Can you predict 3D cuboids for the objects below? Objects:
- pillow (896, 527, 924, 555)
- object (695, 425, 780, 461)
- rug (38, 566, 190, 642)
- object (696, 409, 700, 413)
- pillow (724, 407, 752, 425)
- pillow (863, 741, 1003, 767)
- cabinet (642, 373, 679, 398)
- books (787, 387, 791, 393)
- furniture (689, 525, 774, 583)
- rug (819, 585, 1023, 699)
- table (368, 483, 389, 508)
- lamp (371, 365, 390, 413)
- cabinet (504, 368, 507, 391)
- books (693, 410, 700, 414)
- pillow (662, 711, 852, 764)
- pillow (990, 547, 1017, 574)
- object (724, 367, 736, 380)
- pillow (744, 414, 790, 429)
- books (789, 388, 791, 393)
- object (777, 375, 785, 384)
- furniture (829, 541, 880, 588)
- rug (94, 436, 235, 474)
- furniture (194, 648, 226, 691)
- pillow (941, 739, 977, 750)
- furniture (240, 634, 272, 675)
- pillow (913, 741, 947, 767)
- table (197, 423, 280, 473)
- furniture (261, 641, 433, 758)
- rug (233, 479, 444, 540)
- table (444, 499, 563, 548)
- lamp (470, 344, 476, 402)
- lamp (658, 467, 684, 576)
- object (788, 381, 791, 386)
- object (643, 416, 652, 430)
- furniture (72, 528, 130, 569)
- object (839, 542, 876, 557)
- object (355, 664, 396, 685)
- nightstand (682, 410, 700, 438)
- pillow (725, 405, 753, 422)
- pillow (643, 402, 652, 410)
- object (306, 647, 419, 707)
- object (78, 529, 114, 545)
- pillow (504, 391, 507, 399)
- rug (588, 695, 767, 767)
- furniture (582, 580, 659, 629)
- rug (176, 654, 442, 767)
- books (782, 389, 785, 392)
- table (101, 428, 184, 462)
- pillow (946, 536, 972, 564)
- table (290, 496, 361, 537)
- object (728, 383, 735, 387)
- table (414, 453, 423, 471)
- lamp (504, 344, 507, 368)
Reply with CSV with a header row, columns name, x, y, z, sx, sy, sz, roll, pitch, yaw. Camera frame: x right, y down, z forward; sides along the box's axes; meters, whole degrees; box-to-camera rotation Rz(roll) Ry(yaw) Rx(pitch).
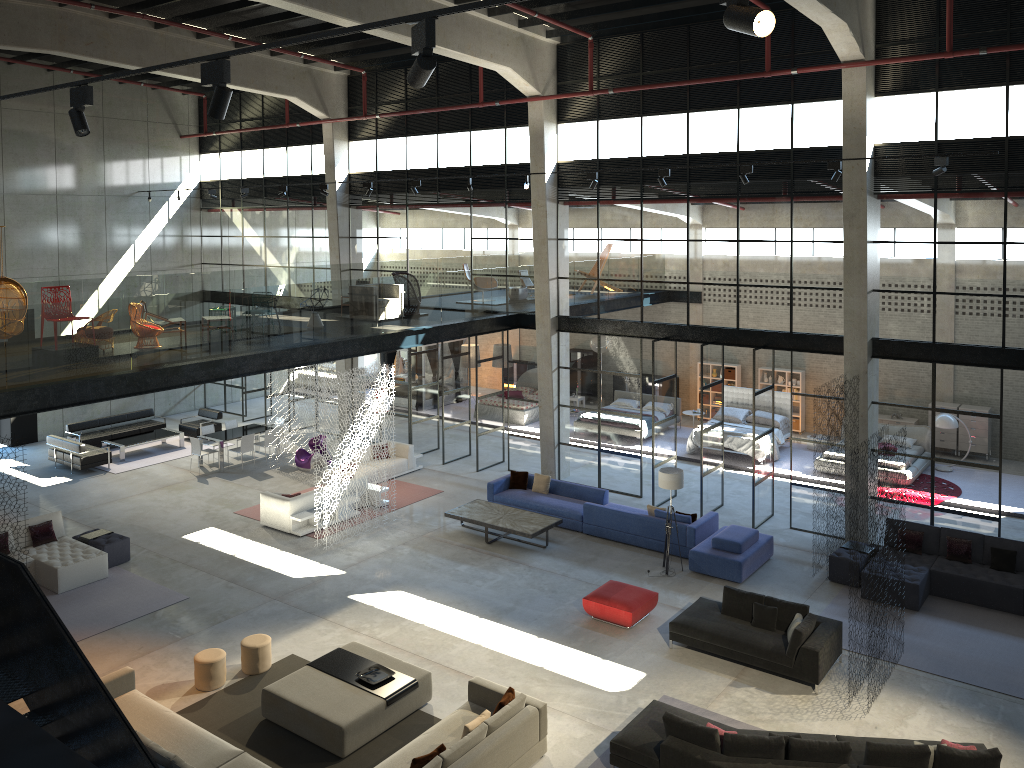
name,x,y,z,sx,sy,sz,roll,pitch,yaw
pillow,6.698,2.648,14.775,0.415,0.342,0.237,5,7,37
object,5.582,1.425,22.119,2.292,0.653,0.657,8,10,39
rug,-7.337,3.589,13.476,2.659,0.020,3.666,7,13,36
object,5.065,0.722,23.802,0.168,0.089,0.171,-1,9,-2
pillow,5.806,0.841,23.184,1.031,0.370,0.671,8,12,39
pillow,4.215,3.807,8.817,1.299,0.408,0.274,1,5,7
cabinet,4.188,0.296,27.523,2.091,1.150,0.453,6,7,36
books,7.848,0.260,24.761,0.069,0.332,0.254,2,6,36
furniture,3.844,2.848,15.321,0.953,0.549,1.552,6,11,36
rug,6.411,3.645,12.640,3.645,0.020,2.674,7,13,36
table,-3.181,2.356,18.919,1.207,0.366,0.303,7,9,36
lamp,-2.931,0.043,19.497,0.442,1.093,0.441,-4,5,-45
cabinet,0.245,-0.207,30.369,1.044,1.152,0.453,4,5,37
books,5.031,0.754,23.817,0.229,0.042,0.305,1,11,10
pillow,2.503,3.773,9.068,1.893,0.417,0.439,3,7,16
pillow,7.814,2.813,13.953,0.385,0.332,0.220,4,7,34
object,6.456,-0.304,25.766,0.325,0.295,0.326,5,9,36
pillow,6.613,0.894,22.709,0.984,0.289,0.698,8,12,38
books,7.885,0.264,24.733,0.059,0.332,0.254,2,6,36
object,7.630,-0.121,24.860,0.166,0.249,0.167,-1,5,-8
furniture,5.774,3.018,14.795,0.512,0.451,0.968,6,11,41
rug,-9.507,1.785,23.206,2.421,0.025,3.425,7,13,36
furniture,-3.953,3.735,11.491,0.403,0.397,0.403,-6,8,-38
pillow,4.569,3.783,8.986,0.337,0.285,0.252,3,7,23
furniture,-3.465,3.658,11.888,0.401,0.397,0.405,3,7,26
pillow,4.258,3.792,8.963,0.341,0.298,0.223,1,5,10
table,-6.878,1.582,22.158,0.904,0.751,1.820,5,11,36
furniture,-2.021,3.843,10.842,1.455,0.395,1.552,7,12,36
rug,-3.658,2.542,18.930,2.659,0.020,3.666,7,13,36
table,-0.174,2.718,16.782,2.073,0.395,1.037,7,12,36
lamp,-1.291,-0.308,28.456,0.802,1.910,0.688,-1,3,-12
lamp,2.663,2.365,14.957,0.430,1.731,0.673,1,4,34
object,7.822,-0.018,24.657,0.116,0.111,0.117,5,9,39
object,2.924,0.986,24.123,2.120,0.245,0.725,7,12,36
furniture,-7.360,2.942,15.722,0.963,0.452,0.514,5,9,31
object,5.866,2.816,14.893,0.521,0.099,0.303,9,13,41
object,-1.690,3.601,10.857,0.388,0.035,0.389,8,14,39
nightstand,4.932,1.125,23.813,0.601,0.694,0.609,0,6,8
pillow,6.064,0.803,23.373,1.058,0.320,0.493,7,11,36
pillow,3.676,0.636,25.238,1.937,0.310,0.554,7,11,36
object,-1.896,3.645,11.004,1.479,0.086,0.541,7,13,36
object,-7.481,2.747,15.789,0.301,0.098,0.524,6,12,31
pillow,-0.043,0.313,26.619,0.877,0.210,0.640,2,10,15
rug,2.599,4.352,9.009,3.645,0.020,2.674,7,13,36
furniture,1.661,3.349,13.384,0.858,0.373,0.863,6,12,36
rug,-2.401,4.178,10.135,3.645,0.020,2.674,7,13,36
books,7.676,0.276,24.827,0.089,0.274,0.188,2,5,36
table,-9.714,1.593,23.147,0.905,0.404,1.820,6,12,36
pillow,7.303,2.713,14.336,0.408,0.374,0.193,5,6,37
table,-3.694,2.630,17.474,0.301,0.365,1.585,4,11,36
object,6.486,0.041,25.790,0.261,0.132,0.059,6,7,36
table,-2.621,1.869,21.498,0.905,0.366,0.303,7,9,36
lamp,-0.248,-0.315,28.450,0.802,1.910,0.688,-1,3,-12
